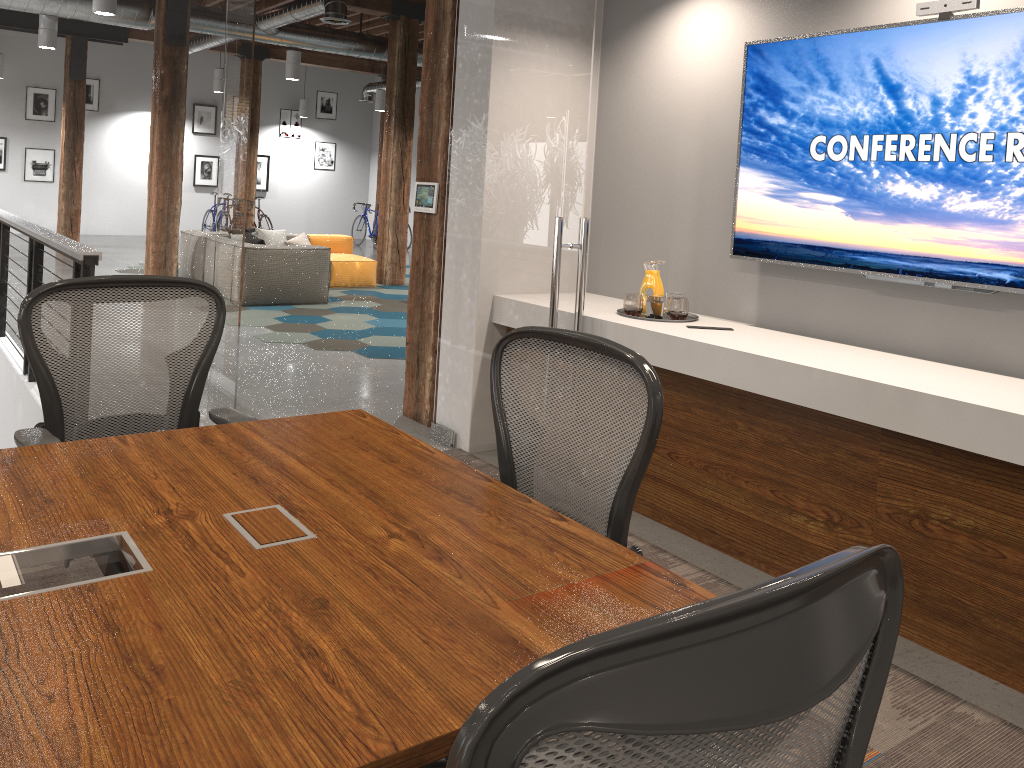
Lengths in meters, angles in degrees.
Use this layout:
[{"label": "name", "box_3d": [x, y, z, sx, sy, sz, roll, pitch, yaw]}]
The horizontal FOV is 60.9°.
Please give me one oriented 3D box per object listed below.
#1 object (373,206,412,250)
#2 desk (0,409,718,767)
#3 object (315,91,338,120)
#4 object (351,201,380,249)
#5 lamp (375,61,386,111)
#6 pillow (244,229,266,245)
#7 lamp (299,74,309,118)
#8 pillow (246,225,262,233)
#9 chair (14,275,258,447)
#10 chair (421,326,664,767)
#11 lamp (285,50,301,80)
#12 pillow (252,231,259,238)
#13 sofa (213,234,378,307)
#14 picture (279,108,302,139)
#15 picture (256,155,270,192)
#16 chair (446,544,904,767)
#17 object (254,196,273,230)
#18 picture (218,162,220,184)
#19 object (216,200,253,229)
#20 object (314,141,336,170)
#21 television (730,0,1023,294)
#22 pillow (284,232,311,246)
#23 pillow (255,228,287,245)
[{"label": "object", "box_3d": [-2.686, -3.532, 19.331, 0.409, 1.018, 1.772, 2, 9, -31]}, {"label": "desk", "box_3d": [-2.471, 0.850, 0.176, 6.053, 0.743, 1.431, -6, 14, -36]}, {"label": "object", "box_3d": [-4.461, -6.701, 20.954, 0.533, 0.657, 0.018, -1, 4, -37]}, {"label": "object", "box_3d": [-3.100, -3.491, 19.004, 0.400, 1.026, 1.773, 2, 9, -31]}, {"label": "lamp", "box_3d": [-2.515, -6.249, 16.961, 0.205, 1.841, 0.205, 2, 2, -37]}, {"label": "pillow", "box_3d": [-2.991, -1.598, 10.180, 0.547, 0.413, 0.239, 11, 9, 42]}, {"label": "lamp", "box_3d": [-4.740, -6.880, 19.973, 0.205, 1.510, 0.205, 2, 2, -37]}, {"label": "pillow", "box_3d": [-3.471, -1.897, 11.442, 0.512, 0.396, 0.267, -4, 9, -42]}, {"label": "chair", "box_3d": [-1.042, 0.267, 2.453, 0.800, 1.077, 0.775, 0, 6, -31]}, {"label": "chair", "box_3d": [-0.035, 0.447, 1.905, 0.779, 1.077, 0.796, 7, 7, 37]}, {"label": "lamp", "box_3d": [-3.093, -5.284, 12.457, 0.205, 1.841, 0.205, 2, 2, -37]}, {"label": "pillow", "box_3d": [-3.172, -1.659, 10.467, 0.550, 0.398, 0.251, 10, 8, 35]}, {"label": "sofa", "box_3d": [-2.662, -1.508, 10.997, 2.447, 0.676, 2.592, -5, 15, -36]}, {"label": "picture", "box_3d": [-5.198, -6.110, 20.446, 0.533, 0.657, 0.018, -1, 4, -37]}, {"label": "picture", "box_3d": [-5.909, -4.849, 19.985, 0.677, 0.836, 0.054, -1, 4, -37]}, {"label": "chair", "box_3d": [0.023, 0.649, 1.009, 0.802, 1.077, 0.773, -1, 7, -35]}, {"label": "object", "box_3d": [-5.139, -3.273, 17.511, 0.437, 1.020, 1.764, 0, 9, -43]}, {"label": "picture", "box_3d": [-6.785, -4.728, 19.339, 0.560, 0.692, 0.045, -1, 4, -37]}, {"label": "object", "box_3d": [-5.542, -3.221, 17.105, 0.401, 1.028, 1.769, 1, 9, -42]}, {"label": "object", "box_3d": [-4.512, -5.502, 21.003, 0.533, 0.657, 0.018, -1, 4, -37]}, {"label": "television", "box_3d": [1.651, -0.926, 3.356, 0.065, 1.089, 1.946, 2, 9, -37]}, {"label": "pillow", "box_3d": [-2.833, -1.887, 11.765, 0.359, 0.309, 0.495, 4, 9, 6]}, {"label": "pillow", "box_3d": [-3.167, -1.899, 11.600, 0.297, 0.350, 0.499, 8, 10, 38]}]
